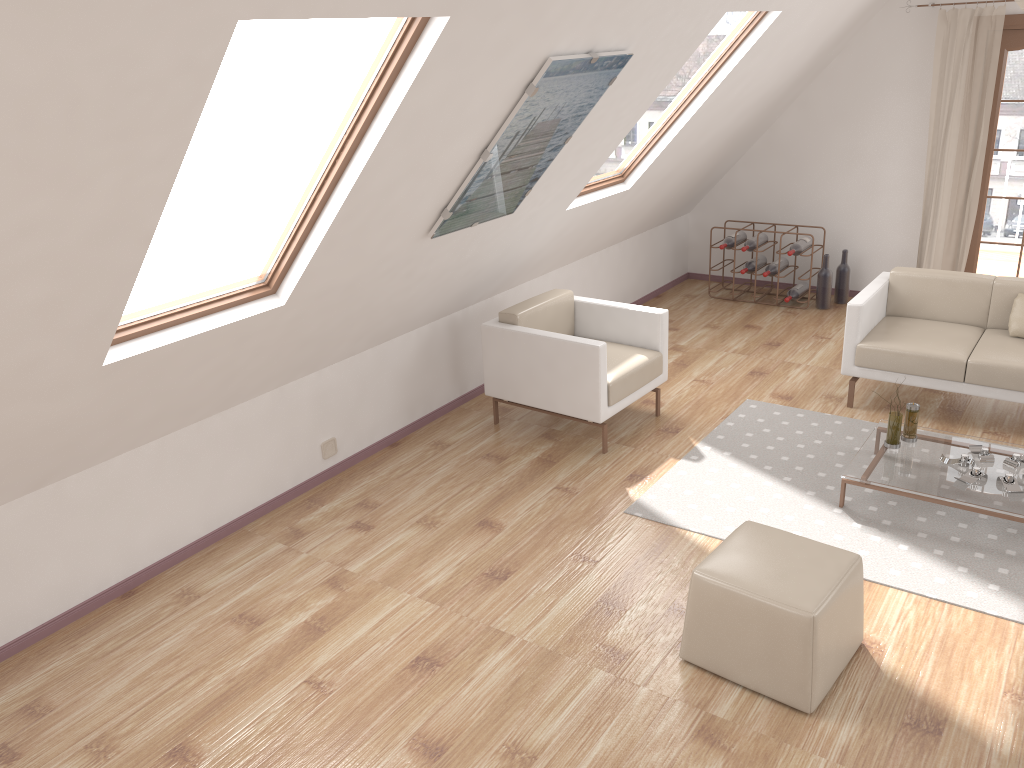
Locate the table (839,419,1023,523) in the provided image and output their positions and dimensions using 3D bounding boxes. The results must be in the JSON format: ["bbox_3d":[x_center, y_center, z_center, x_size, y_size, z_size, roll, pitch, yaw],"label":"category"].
[{"bbox_3d":[2.202,0.489,4.066,1.173,0.190,0.730,12,26,33],"label":"table"}]

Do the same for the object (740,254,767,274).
[{"bbox_3d":[1.990,-0.977,7.349,0.109,0.109,0.435,12,26,33],"label":"object"}]

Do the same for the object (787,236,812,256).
[{"bbox_3d":[2.288,-1.086,7.080,0.109,0.109,0.435,12,26,33],"label":"object"}]

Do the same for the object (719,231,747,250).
[{"bbox_3d":[1.827,-1.182,7.380,0.110,0.110,0.439,12,26,33],"label":"object"}]

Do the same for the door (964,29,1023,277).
[{"bbox_3d":[4.032,-1.416,6.161,1.546,2.001,0.098,12,26,33],"label":"door"}]

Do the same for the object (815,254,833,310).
[{"bbox_3d":[2.480,-0.810,7.034,0.115,0.443,0.120,9,24,28],"label":"object"}]

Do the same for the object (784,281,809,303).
[{"bbox_3d":[2.306,-0.735,7.215,0.109,0.109,0.435,12,26,33],"label":"object"}]

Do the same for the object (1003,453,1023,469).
[{"bbox_3d":[2.344,0.343,4.088,0.143,0.052,0.064,-12,23,-22],"label":"object"}]

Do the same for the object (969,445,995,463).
[{"bbox_3d":[2.212,0.316,4.176,0.064,0.052,0.143,-1,21,5],"label":"object"}]

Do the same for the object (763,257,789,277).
[{"bbox_3d":[2.143,-0.941,7.249,0.109,0.109,0.435,12,26,33],"label":"object"}]

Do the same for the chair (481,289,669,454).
[{"bbox_3d":[0.382,-0.117,5.153,0.820,0.706,0.748,13,26,35],"label":"chair"}]

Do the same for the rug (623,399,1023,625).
[{"bbox_3d":[2.136,0.589,4.070,2.800,0.007,1.600,12,26,33],"label":"rug"}]

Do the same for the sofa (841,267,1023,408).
[{"bbox_3d":[2.912,-0.162,4.933,1.880,0.706,0.820,12,26,33],"label":"sofa"}]

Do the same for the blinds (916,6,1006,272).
[{"bbox_3d":[3.247,-1.624,6.541,0.423,2.130,0.120,10,25,31],"label":"blinds"}]

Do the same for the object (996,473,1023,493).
[{"bbox_3d":[2.185,0.434,3.878,0.064,0.051,0.143,-1,21,5],"label":"object"}]

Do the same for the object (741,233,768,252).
[{"bbox_3d":[1.981,-1.150,7.284,0.109,0.109,0.435,12,26,33],"label":"object"}]

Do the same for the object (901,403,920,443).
[{"bbox_3d":[1.956,0.188,4.347,0.075,0.185,0.075,-12,23,-21],"label":"object"}]

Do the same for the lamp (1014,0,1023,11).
[{"bbox_3d":[1.715,-1.375,2.692,0.340,0.497,0.340,-8,22,-14],"label":"lamp"}]

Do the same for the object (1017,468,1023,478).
[{"bbox_3d":[2.330,0.402,3.939,0.143,0.052,0.064,12,26,33],"label":"object"}]

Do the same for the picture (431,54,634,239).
[{"bbox_3d":[0.081,-1.043,3.920,0.683,0.738,0.650,12,26,33],"label":"picture"}]

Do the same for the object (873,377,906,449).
[{"bbox_3d":[1.837,0.133,4.264,0.184,0.359,0.123,-8,22,-12],"label":"object"}]

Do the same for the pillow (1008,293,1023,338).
[{"bbox_3d":[2.970,-0.372,4.938,0.351,0.235,0.185,14,27,36],"label":"pillow"}]

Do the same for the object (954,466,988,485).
[{"bbox_3d":[2.053,0.406,3.965,0.143,0.052,0.064,-12,23,-22],"label":"object"}]

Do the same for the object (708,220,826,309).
[{"bbox_3d":[2.091,-0.997,7.320,0.854,0.608,0.417,12,26,33],"label":"object"}]

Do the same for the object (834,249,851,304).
[{"bbox_3d":[2.669,-0.863,7.146,0.115,0.443,0.120,9,24,28],"label":"object"}]

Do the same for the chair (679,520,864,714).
[{"bbox_3d":[0.940,0.790,3.170,0.506,0.394,0.506,14,27,37],"label":"chair"}]

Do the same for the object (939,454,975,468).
[{"bbox_3d":[2.067,0.347,4.114,0.143,0.052,0.064,12,26,33],"label":"object"}]
